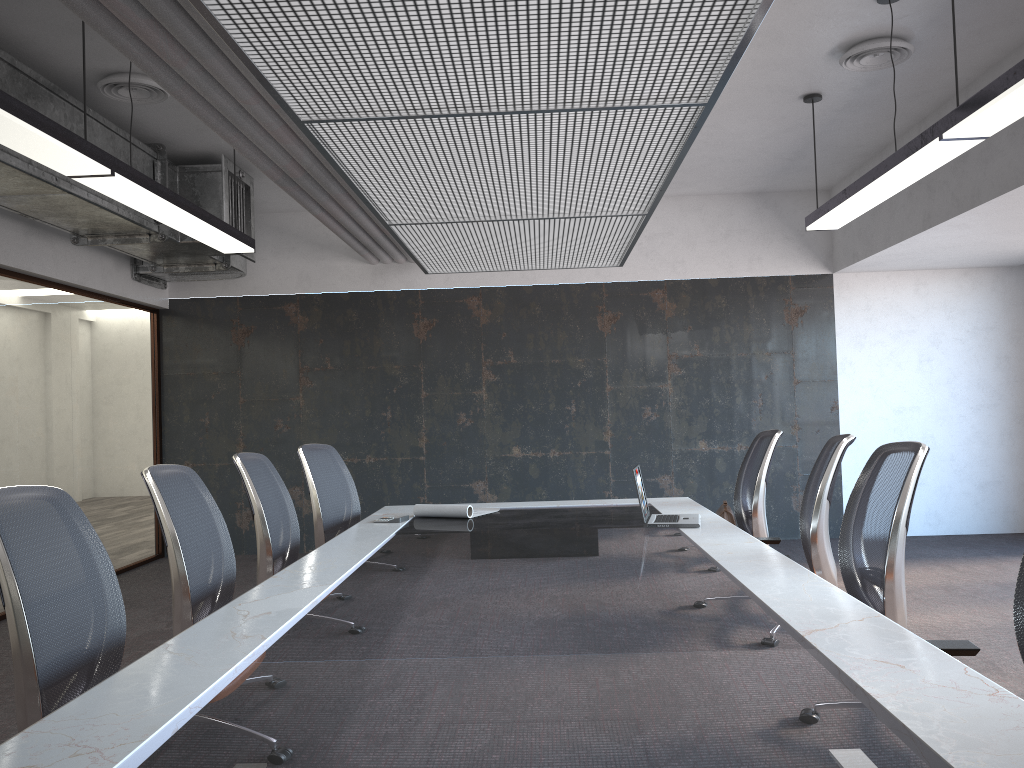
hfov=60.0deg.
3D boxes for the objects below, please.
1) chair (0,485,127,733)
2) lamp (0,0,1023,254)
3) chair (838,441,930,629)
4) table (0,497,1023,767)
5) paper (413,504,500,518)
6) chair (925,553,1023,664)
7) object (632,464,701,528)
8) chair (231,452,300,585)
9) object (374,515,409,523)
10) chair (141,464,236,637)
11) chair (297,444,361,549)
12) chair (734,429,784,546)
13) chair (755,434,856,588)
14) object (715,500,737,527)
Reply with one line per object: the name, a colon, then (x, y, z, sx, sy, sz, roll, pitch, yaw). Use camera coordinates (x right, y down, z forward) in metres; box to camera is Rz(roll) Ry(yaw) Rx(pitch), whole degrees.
chair: (-0.991, 0.852, 2.422, 0.828, 1.166, 0.789, -1, -2, -34)
lamp: (-0.023, -1.488, 2.966, 4.126, 0.908, 6.097, -2, -2, 2)
chair: (1.116, 0.804, 3.210, 0.828, 1.166, 0.789, -1, -2, -34)
table: (0.067, 1.032, 2.805, 1.898, 0.745, 5.498, -2, -2, 2)
paper: (-0.312, 0.705, 5.052, 0.348, 0.069, 0.379, -3, -2, 27)
chair: (1.170, 0.772, 2.158, 0.828, 1.166, 0.789, -1, -2, -28)
object: (0.761, 0.540, 4.341, 0.308, 0.277, 0.366, -2, -2, 12)
chair: (-0.928, 0.905, 4.315, 0.828, 1.166, 0.789, -1, -2, -34)
object: (-0.651, 0.727, 4.786, 0.161, 0.026, 0.126, -2, -2, 16)
chair: (-0.959, 0.878, 3.368, 0.828, 1.166, 0.789, -1, -2, -34)
chair: (-0.846, 0.930, 5.258, 0.828, 1.166, 0.789, -1, -2, -19)
chair: (1.180, 0.857, 5.103, 0.828, 1.166, 0.789, -1, -2, -34)
chair: (1.215, 0.829, 4.156, 0.828, 1.166, 0.789, -1, -2, -23)
object: (1.227, 0.825, 5.111, 0.138, 0.308, 0.378, -2, -2, 13)
